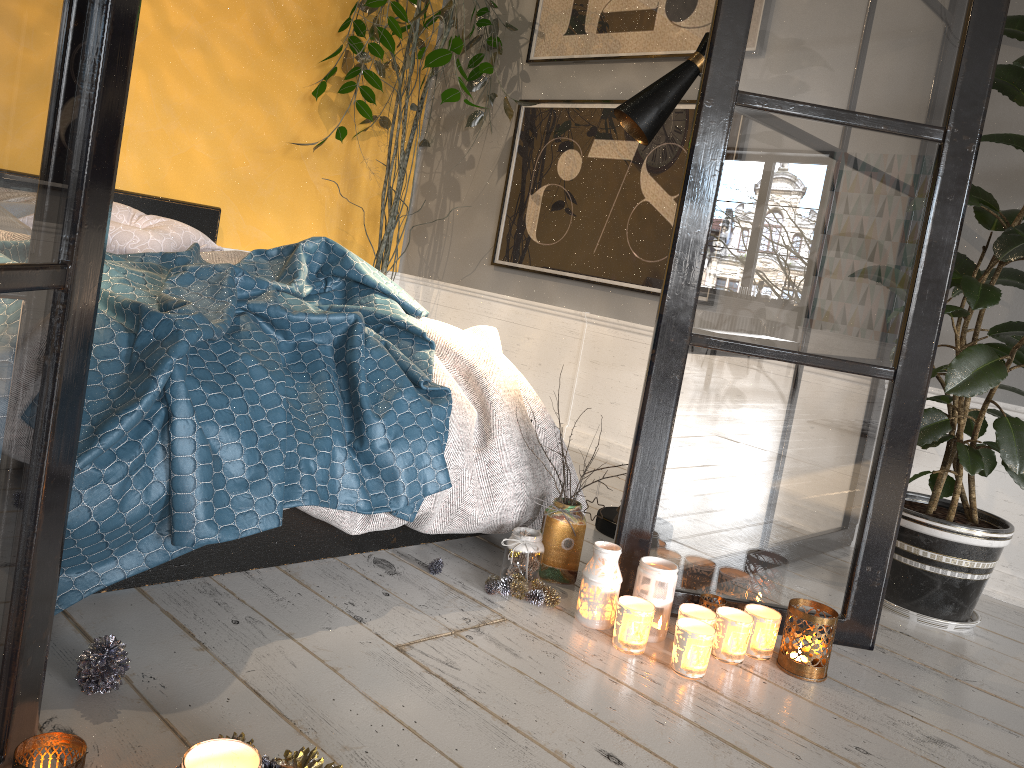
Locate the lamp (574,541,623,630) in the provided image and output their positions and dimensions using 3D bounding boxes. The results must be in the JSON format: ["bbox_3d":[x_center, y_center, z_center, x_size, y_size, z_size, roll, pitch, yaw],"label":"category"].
[{"bbox_3d":[0.199,0.449,1.980,0.092,0.179,0.093,8,5,-27],"label":"lamp"}]

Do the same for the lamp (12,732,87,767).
[{"bbox_3d":[-0.551,0.482,1.044,0.081,0.106,0.080,15,7,42],"label":"lamp"}]

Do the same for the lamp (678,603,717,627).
[{"bbox_3d":[0.389,0.533,1.893,0.080,0.098,0.081,9,6,-7],"label":"lamp"}]

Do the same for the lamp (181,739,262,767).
[{"bbox_3d":[-0.312,0.443,0.933,0.080,0.098,0.081,9,6,-7],"label":"lamp"}]

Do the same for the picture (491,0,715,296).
[{"bbox_3d":[1.291,-0.694,0.335,7.358,1.785,4.029,17,10,42],"label":"picture"}]

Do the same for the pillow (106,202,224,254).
[{"bbox_3d":[-1.313,-0.492,2.982,0.485,0.226,0.597,10,7,2],"label":"pillow"}]

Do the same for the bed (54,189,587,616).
[{"bbox_3d":[-1.134,-0.179,2.607,2.343,0.766,1.893,17,10,43],"label":"bed"}]

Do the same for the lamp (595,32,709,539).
[{"bbox_3d":[0.420,-0.294,2.649,0.402,1.518,0.234,9,4,-17],"label":"lamp"}]

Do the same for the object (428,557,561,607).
[{"bbox_3d":[-0.043,0.462,2.072,0.326,0.053,0.088,11,7,7],"label":"object"}]

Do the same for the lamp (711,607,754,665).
[{"bbox_3d":[0.473,0.545,1.913,0.080,0.098,0.081,9,6,-7],"label":"lamp"}]

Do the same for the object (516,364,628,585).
[{"bbox_3d":[0.180,0.236,2.245,0.437,0.519,0.280,9,5,-7],"label":"object"}]

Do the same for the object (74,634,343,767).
[{"bbox_3d":[-0.390,0.497,1.162,0.722,0.117,0.192,15,8,31],"label":"object"}]

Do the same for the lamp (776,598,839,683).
[{"bbox_3d":[0.640,0.553,1.917,0.108,0.140,0.108,11,5,6],"label":"lamp"}]

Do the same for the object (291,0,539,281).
[{"bbox_3d":[-0.507,-1.020,4.179,1.257,2.193,1.343,13,6,29],"label":"object"}]

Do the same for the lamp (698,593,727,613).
[{"bbox_3d":[0.449,0.532,2.010,0.063,0.090,0.063,12,6,24],"label":"lamp"}]

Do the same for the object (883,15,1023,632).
[{"bbox_3d":[0.308,-0.246,1.205,1.020,1.784,3.887,14,8,42],"label":"object"}]

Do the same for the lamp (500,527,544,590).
[{"bbox_3d":[0.026,0.422,2.140,0.096,0.130,0.109,11,6,13],"label":"lamp"}]

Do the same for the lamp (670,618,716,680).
[{"bbox_3d":[0.367,0.542,1.806,0.080,0.098,0.081,9,6,-7],"label":"lamp"}]

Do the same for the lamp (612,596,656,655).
[{"bbox_3d":[0.255,0.512,1.875,0.081,0.098,0.081,11,6,7],"label":"lamp"}]

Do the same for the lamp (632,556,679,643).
[{"bbox_3d":[0.313,0.477,1.959,0.092,0.165,0.089,11,5,9],"label":"lamp"}]

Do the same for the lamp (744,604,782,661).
[{"bbox_3d":[0.548,0.552,1.963,0.080,0.098,0.081,9,6,-7],"label":"lamp"}]
